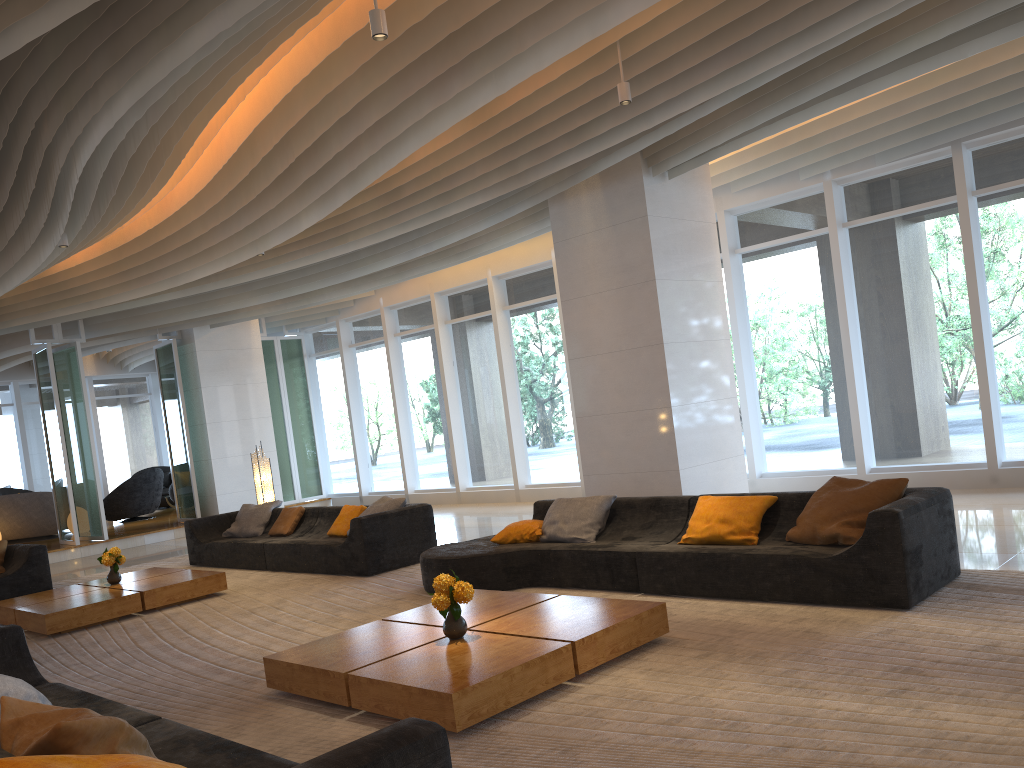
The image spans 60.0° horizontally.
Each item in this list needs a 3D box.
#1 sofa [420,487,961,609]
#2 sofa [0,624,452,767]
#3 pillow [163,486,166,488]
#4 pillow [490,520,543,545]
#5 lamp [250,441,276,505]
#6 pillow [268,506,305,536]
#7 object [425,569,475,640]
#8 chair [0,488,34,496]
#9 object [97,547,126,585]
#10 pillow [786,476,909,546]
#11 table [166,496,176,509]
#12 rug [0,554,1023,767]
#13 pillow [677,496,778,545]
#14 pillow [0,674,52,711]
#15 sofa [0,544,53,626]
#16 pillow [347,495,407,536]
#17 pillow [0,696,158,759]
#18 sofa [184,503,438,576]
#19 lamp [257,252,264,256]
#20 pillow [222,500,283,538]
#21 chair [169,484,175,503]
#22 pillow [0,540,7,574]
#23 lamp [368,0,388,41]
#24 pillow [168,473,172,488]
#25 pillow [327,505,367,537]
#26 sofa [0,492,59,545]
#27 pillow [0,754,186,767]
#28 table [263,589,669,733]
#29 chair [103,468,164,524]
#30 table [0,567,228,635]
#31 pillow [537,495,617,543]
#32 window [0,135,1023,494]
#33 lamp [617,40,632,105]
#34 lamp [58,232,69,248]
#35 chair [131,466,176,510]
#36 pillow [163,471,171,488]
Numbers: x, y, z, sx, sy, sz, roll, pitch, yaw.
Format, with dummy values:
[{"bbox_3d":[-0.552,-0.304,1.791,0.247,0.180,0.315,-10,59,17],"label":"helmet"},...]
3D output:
[{"bbox_3d":[0.938,1.192,6.531,4.086,0.583,1.369,-9,-2,43],"label":"sofa"},{"bbox_3d":[-1.775,1.442,3.373,3.725,0.583,0.954,-9,-2,44],"label":"sofa"},{"bbox_3d":[-8.490,2.338,20.761,0.466,0.455,0.628,-7,-1,31],"label":"pillow"},{"bbox_3d":[0.078,1.257,7.521,0.447,0.193,0.588,-8,-1,9],"label":"pillow"},{"bbox_3d":[-3.371,1.499,12.120,0.246,1.453,0.253,-6,2,44],"label":"lamp"},{"bbox_3d":[-2.646,1.612,10.415,0.402,0.313,0.326,-8,0,42],"label":"pillow"},{"bbox_3d":[-0.322,1.183,4.763,0.238,0.377,0.263,-8,1,-24],"label":"object"},{"bbox_3d":[-9.902,2.552,17.907,1.123,1.006,1.534,-7,-1,27],"label":"chair"},{"bbox_3d":[-3.906,1.769,8.680,0.237,0.377,0.264,-8,1,-14],"label":"object"},{"bbox_3d":[2.156,0.816,5.743,0.553,0.378,0.632,-7,-1,-24],"label":"pillow"},{"bbox_3d":[-7.385,2.649,20.298,1.094,0.319,0.807,-6,-2,-39],"label":"table"},{"bbox_3d":[-0.456,1.628,5.178,15.995,0.022,5.586,-9,-2,44],"label":"rug"},{"bbox_3d":[1.510,0.995,6.269,0.628,0.394,0.456,-8,-1,43],"label":"pillow"},{"bbox_3d":[-2.111,1.359,3.592,0.426,0.377,0.578,-7,-1,-44],"label":"pillow"},{"bbox_3d":[-5.131,1.986,7.997,5.018,0.654,2.863,-9,-2,44],"label":"sofa"},{"bbox_3d":[-1.418,1.387,9.233,0.553,0.378,0.632,-7,-1,-24],"label":"pillow"},{"bbox_3d":[-1.386,1.204,2.878,0.450,0.410,0.593,-7,-1,-44],"label":"pillow"},{"bbox_3d":[-2.393,1.732,10.025,3.725,0.583,0.954,-9,-2,44],"label":"sofa"},{"bbox_3d":[-2.914,-2.190,9.901,0.089,1.508,0.089,-7,2,-1],"label":"lamp"},{"bbox_3d":[-3.229,1.677,11.003,0.632,0.378,0.552,-8,-1,22],"label":"pillow"},{"bbox_3d":[-6.779,2.201,19.547,1.538,1.007,1.120,-7,-1,-43],"label":"chair"},{"bbox_3d":[-6.123,2.022,10.100,0.645,0.378,0.541,-7,-1,-24],"label":"pillow"},{"bbox_3d":[-0.811,-2.622,4.780,0.088,1.508,0.089,-7,2,17],"label":"lamp"},{"bbox_3d":[-7.944,2.309,21.192,0.508,0.409,0.459,-7,0,-19],"label":"pillow"},{"bbox_3d":[-1.785,1.474,9.574,0.326,0.313,0.402,-7,0,-44],"label":"pillow"},{"bbox_3d":[-9.039,2.437,16.102,2.557,0.902,1.111,-7,0,3],"label":"sofa"},{"bbox_3d":[-0.989,1.116,2.384,0.632,0.378,0.552,-8,-1,22],"label":"pillow"},{"bbox_3d":[-0.244,1.480,4.952,1.579,0.220,1.622,-9,-2,44],"label":"table"},{"bbox_3d":[-7.723,2.275,18.045,1.127,1.006,1.528,-7,-1,17],"label":"chair"},{"bbox_3d":[-3.862,2.058,8.486,1.579,0.220,1.622,-9,-2,44],"label":"table"},{"bbox_3d":[0.511,1.136,7.240,0.655,0.417,0.468,-8,-1,44],"label":"pillow"},{"bbox_3d":[0.855,-0.259,9.592,54.215,3.224,22.238,-8,-2,9],"label":"window"},{"bbox_3d":[0.721,-2.770,6.365,0.088,1.508,0.090,-6,2,35],"label":"lamp"},{"bbox_3d":[-4.359,-2.050,8.402,0.089,1.508,0.089,-7,2,-1],"label":"lamp"},{"bbox_3d":[-8.204,2.429,20.956,1.536,1.007,1.121,-7,0,-33],"label":"chair"},{"bbox_3d":[-8.368,2.316,21.150,0.614,0.423,0.367,-7,0,-43],"label":"pillow"}]
